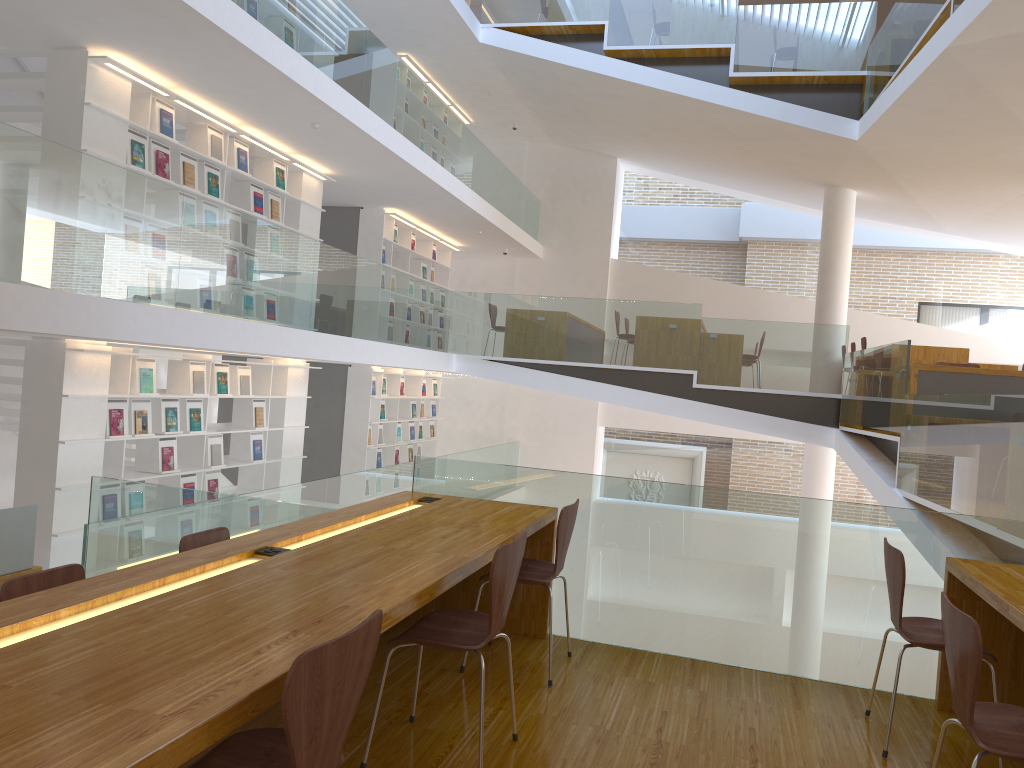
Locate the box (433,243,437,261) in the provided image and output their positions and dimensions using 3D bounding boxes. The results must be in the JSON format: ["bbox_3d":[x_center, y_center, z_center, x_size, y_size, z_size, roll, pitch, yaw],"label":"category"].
[{"bbox_3d":[-1.287,-2.013,13.615,0.274,0.296,0.245,4,0,14],"label":"box"}]

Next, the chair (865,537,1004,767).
[{"bbox_3d":[1.508,0.932,3.148,0.381,0.693,0.428,4,0,14],"label":"chair"}]

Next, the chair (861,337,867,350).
[{"bbox_3d":[4.239,-0.182,10.306,0.381,0.693,0.428,4,0,14],"label":"chair"}]

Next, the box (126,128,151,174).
[{"bbox_3d":[-2.969,-1.799,6.847,0.274,0.296,0.245,4,0,14],"label":"box"}]

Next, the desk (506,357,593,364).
[{"bbox_3d":[0.673,-0.569,12.327,0.760,0.606,3.194,4,0,14],"label":"desk"}]

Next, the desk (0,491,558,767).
[{"bbox_3d":[-0.826,0.959,2.770,1.285,0.918,3.236,4,0,14],"label":"desk"}]

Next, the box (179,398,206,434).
[{"bbox_3d":[-2.878,0.274,7.828,0.274,0.296,0.245,4,0,14],"label":"box"}]

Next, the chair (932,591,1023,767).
[{"bbox_3d":[1.269,0.916,2.207,0.381,0.693,0.428,4,0,14],"label":"chair"}]

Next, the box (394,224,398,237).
[{"bbox_3d":[-1.682,-2.040,12.064,0.274,0.296,0.245,4,0,14],"label":"box"}]

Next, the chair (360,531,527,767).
[{"bbox_3d":[-0.187,0.803,2.749,0.381,0.693,0.428,4,0,14],"label":"chair"}]

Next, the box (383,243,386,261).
[{"bbox_3d":[-1.800,-1.720,11.696,0.274,0.296,0.245,4,0,14],"label":"box"}]

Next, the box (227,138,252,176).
[{"bbox_3d":[-2.591,-2.102,8.234,0.274,0.296,0.245,4,0,14],"label":"box"}]

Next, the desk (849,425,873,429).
[{"bbox_3d":[5.252,0.286,8.973,3.356,0.606,0.760,4,0,14],"label":"desk"}]

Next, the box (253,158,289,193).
[{"bbox_3d":[-2.416,-2.090,8.924,0.274,0.296,0.245,4,0,14],"label":"box"}]

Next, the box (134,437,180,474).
[{"bbox_3d":[-2.987,0.589,7.499,0.274,0.296,0.245,4,0,14],"label":"box"}]

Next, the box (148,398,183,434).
[{"bbox_3d":[-2.963,0.261,7.493,0.274,0.296,0.245,4,0,14],"label":"box"}]

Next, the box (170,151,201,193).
[{"bbox_3d":[-2.806,-1.787,7.489,0.274,0.296,0.245,4,0,14],"label":"box"}]

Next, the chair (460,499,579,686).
[{"bbox_3d":[0.052,0.819,3.690,0.381,0.693,0.428,4,0,14],"label":"chair"}]

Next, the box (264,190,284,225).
[{"bbox_3d":[-2.453,-1.763,8.877,0.274,0.296,0.245,4,0,14],"label":"box"}]

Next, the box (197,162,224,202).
[{"bbox_3d":[-2.721,-1.781,7.824,0.274,0.296,0.245,4,0,14],"label":"box"}]

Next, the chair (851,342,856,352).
[{"bbox_3d":[4.479,-0.165,11.247,0.381,0.693,0.428,4,0,14],"label":"chair"}]

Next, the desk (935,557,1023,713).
[{"bbox_3d":[1.697,0.997,1.931,0.760,0.606,3.185,4,0,14],"label":"desk"}]

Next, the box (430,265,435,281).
[{"bbox_3d":[-1.312,-1.686,13.615,0.274,0.296,0.245,4,0,14],"label":"box"}]

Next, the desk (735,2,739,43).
[{"bbox_3d":[2.619,-4.198,11.857,0.760,0.606,3.196,4,0,14],"label":"desk"}]

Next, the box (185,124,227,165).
[{"bbox_3d":[-2.694,-2.109,7.830,0.274,0.296,0.245,4,0,14],"label":"box"}]

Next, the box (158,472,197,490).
[{"bbox_3d":[-2.930,0.929,7.825,0.274,0.296,0.245,4,0,14],"label":"box"}]

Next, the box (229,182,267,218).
[{"bbox_3d":[-2.537,-1.771,8.548,0.274,0.296,0.245,4,0,14],"label":"box"}]

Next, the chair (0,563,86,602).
[{"bbox_3d":[-1.509,1.017,3.081,0.381,0.693,0.428,4,0,14],"label":"chair"}]

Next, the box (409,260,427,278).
[{"bbox_3d":[-1.402,-1.692,13.265,0.274,0.296,0.245,4,0,14],"label":"box"}]

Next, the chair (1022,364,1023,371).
[{"bbox_3d":[5.775,0.080,10.275,0.381,0.693,0.428,4,0,14],"label":"chair"}]

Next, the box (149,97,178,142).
[{"bbox_3d":[-2.869,-2.121,7.141,0.274,0.296,0.245,4,0,14],"label":"box"}]

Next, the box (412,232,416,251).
[{"bbox_3d":[-1.512,-2.030,12.721,0.274,0.296,0.245,4,0,14],"label":"box"}]

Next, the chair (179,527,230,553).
[{"bbox_3d":[-1.269,1.033,4.022,0.381,0.693,0.428,4,0,14],"label":"chair"}]

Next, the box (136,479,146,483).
[{"bbox_3d":[-3.103,0.917,7.144,0.274,0.296,0.245,4,0,14],"label":"box"}]

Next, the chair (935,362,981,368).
[{"bbox_3d":[4.016,0.151,7.960,0.428,0.693,0.381,4,0,14],"label":"chair"}]

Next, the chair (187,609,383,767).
[{"bbox_3d":[-0.500,0.781,1.674,0.381,0.693,0.428,4,0,14],"label":"chair"}]

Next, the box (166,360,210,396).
[{"bbox_3d":[-2.851,-0.054,7.834,0.274,0.296,0.245,4,0,14],"label":"box"}]

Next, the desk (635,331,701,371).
[{"bbox_3d":[2.438,-0.357,11.873,1.248,0.757,3.196,4,0,14],"label":"desk"}]

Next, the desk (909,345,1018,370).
[{"bbox_3d":[5.213,0.009,11.227,1.247,0.762,3.194,4,0,14],"label":"desk"}]

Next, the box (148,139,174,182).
[{"bbox_3d":[-2.906,-1.794,7.145,0.274,0.296,0.245,4,0,14],"label":"box"}]

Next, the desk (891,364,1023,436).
[{"bbox_3d":[4.820,0.466,6.984,3.216,1.022,1.248,4,0,14],"label":"desk"}]
